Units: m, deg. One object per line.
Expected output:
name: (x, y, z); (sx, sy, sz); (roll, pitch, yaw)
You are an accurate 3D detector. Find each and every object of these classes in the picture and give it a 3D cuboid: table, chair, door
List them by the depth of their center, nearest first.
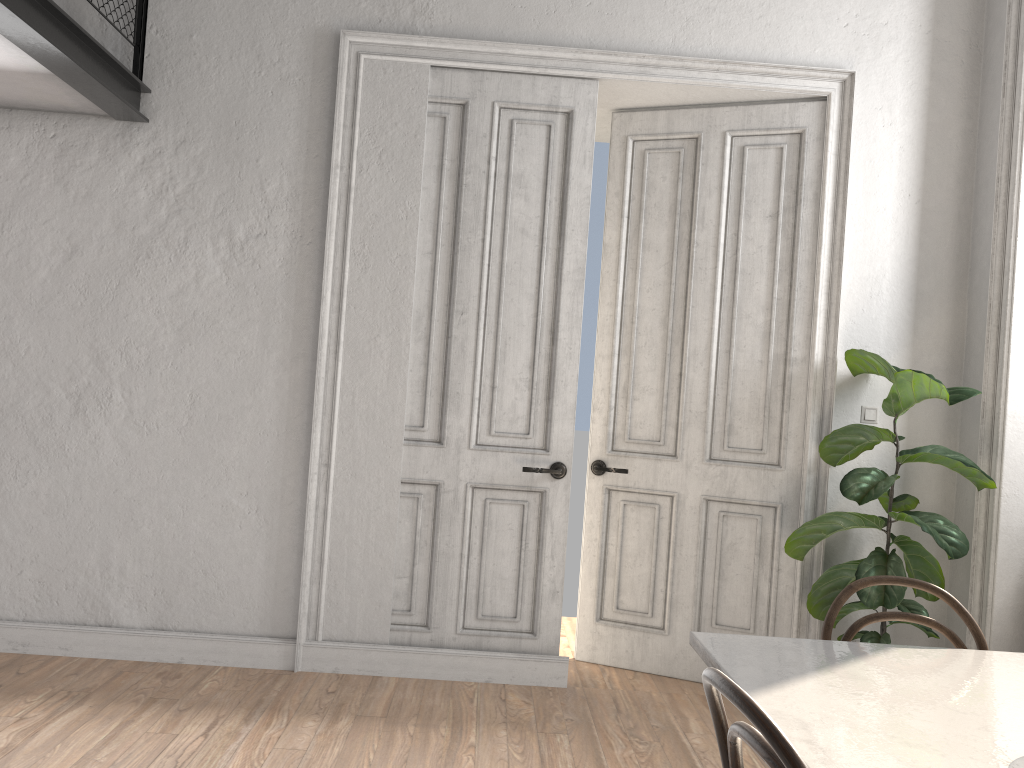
table: (0.968, 0.994, 1.008); (1.100, 0.779, 2.200); (4, -1, -1)
chair: (0.534, 0.900, 1.311); (0.549, 0.920, 0.438); (4, -1, -6)
chair: (0.927, 0.940, 1.984); (0.438, 0.920, 0.549); (4, -1, 7)
door: (-0.239, -0.054, 4.142); (1.097, 2.814, 0.216); (4, -1, 0)
door: (0.916, 0.031, 4.335); (1.096, 2.814, 0.216); (4, -1, 23)

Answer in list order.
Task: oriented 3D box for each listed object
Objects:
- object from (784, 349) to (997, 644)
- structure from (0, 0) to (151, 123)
object: (1.428, 0.497, 1.208); (0.792, 1.842, 5.828); (4, -1, 4)
structure: (-3.621, -1.997, 1.056); (4.158, 1.213, 5.927); (4, -1, -1)
